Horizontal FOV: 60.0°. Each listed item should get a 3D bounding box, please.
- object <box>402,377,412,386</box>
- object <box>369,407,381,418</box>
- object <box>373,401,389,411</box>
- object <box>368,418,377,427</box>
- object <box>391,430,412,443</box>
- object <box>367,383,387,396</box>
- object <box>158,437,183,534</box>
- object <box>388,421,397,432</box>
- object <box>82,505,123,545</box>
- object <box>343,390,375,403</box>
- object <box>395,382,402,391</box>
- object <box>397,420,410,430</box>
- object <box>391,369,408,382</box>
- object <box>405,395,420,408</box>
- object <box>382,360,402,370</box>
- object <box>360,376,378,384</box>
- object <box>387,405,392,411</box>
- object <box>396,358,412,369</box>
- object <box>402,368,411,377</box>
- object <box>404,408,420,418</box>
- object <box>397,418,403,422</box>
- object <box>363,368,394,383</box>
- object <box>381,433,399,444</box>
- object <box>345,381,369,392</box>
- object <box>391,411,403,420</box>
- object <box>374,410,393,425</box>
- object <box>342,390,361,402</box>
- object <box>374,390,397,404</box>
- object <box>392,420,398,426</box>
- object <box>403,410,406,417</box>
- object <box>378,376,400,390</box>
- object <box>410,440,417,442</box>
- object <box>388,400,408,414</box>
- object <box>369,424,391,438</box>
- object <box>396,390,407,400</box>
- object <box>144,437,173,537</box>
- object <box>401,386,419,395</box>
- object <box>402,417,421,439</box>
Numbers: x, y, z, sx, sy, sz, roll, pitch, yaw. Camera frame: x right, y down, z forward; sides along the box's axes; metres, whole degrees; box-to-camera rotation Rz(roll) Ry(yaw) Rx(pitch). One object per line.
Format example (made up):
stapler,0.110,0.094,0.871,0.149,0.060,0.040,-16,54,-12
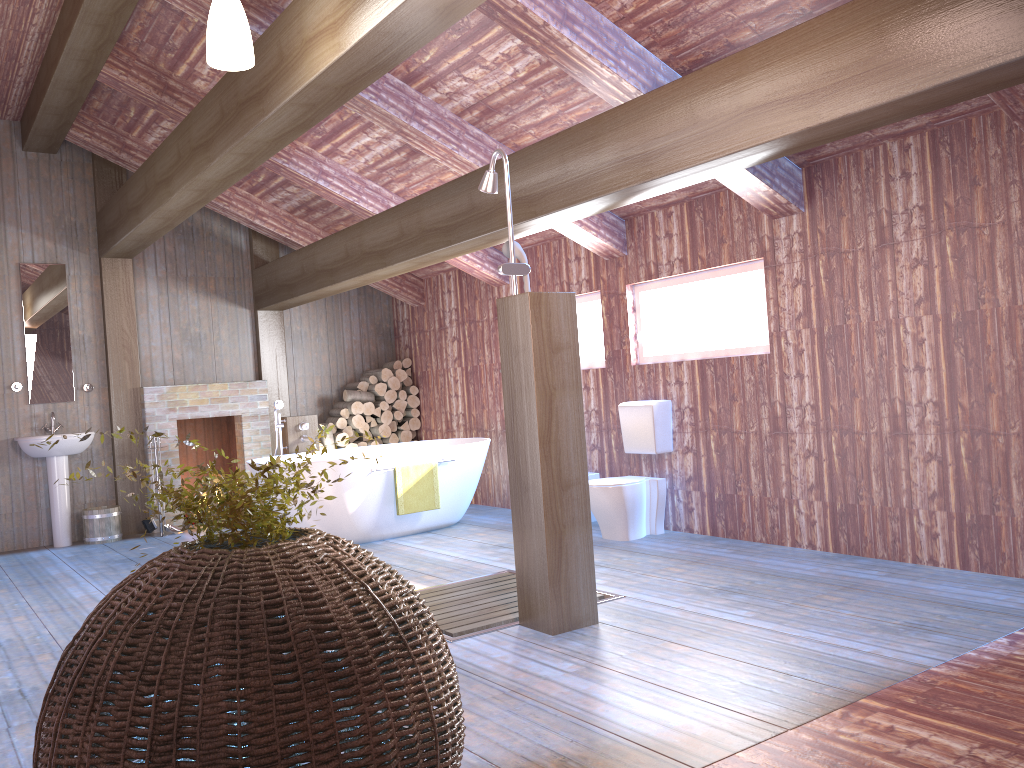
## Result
object,-1.153,-0.024,9.289,0.107,0.115,0.269,-4,0,-33
object,-1.468,0.299,9.006,0.109,0.124,0.424,-4,0,-35
object,-1.399,0.224,9.057,0.102,0.109,0.438,-4,0,-34
object,-1.461,0.389,9.015,0.085,0.096,0.280,-4,0,-34
object,-1.201,0.545,9.192,0.137,0.133,0.437,-4,0,-36
object,-1.439,0.059,9.065,0.139,0.148,0.458,-4,0,-34
object,-3.028,0.875,7.749,0.206,0.871,0.126,-4,0,8
object,-1.300,0.434,9.103,0.111,0.118,0.302,-4,0,-35
object,-3.500,1.203,7.578,0.309,0.290,0.308,-4,0,-24
object,-1.529,0.127,8.853,0.302,0.157,0.121,-4,0,-34
object,-1.274,0.040,9.281,0.132,0.119,0.319,-4,0,-33
object,-1.205,0.428,9.186,0.115,0.112,0.423,-4,0,-34
object,-1.248,-0.078,9.207,0.133,0.142,0.456,-4,0,-34
object,-1.128,0.183,9.256,0.147,0.152,0.439,-4,0,-34
object,-1.247,-0.176,9.230,0.104,0.121,0.270,-4,0,-34
object,-1.457,-0.039,9.023,0.094,0.097,0.227,-4,0,-34
object,-1.324,0.266,9.085,0.095,0.090,0.278,-4,0,-33
object,-1.162,-0.206,9.292,0.112,0.113,0.271,-4,0,-35
object,-1.162,-0.120,9.307,0.081,0.100,0.281,-4,0,-35
object,-1.110,0.301,9.257,0.102,0.109,0.438,-4,0,-34
object,-1.200,0.364,9.177,0.067,0.069,0.177,-4,0,-35
object,-1.379,-0.084,9.115,0.135,0.139,0.456,-4,0,-34
object,-1.285,0.560,9.093,0.114,0.113,0.301,-4,0,-37
object,-1.583,0.041,9.062,0.140,0.121,0.319,-4,0,-33
object,-1.269,0.322,9.145,0.102,0.109,0.438,-4,0,-34
object,-1.374,0.351,9.073,0.136,0.157,0.439,-4,0,-34
object,-1.620,0.129,9.030,0.113,0.130,0.291,-4,0,-34
object,-1.343,0.141,9.106,0.143,0.151,0.440,-4,0,-34
object,-1.246,0.404,9.143,0.065,0.069,0.177,-4,0,-35
object,-1.186,0.307,9.259,0.088,0.092,0.280,-4,0,-34
object,-1.320,0.003,9.129,0.141,0.143,0.437,-4,0,-36
object,-1.115,0.655,9.262,0.139,0.137,0.455,-4,0,-36
object,-1.263,0.240,9.190,0.172,0.151,0.482,-4,0,-33
object,-1.400,0.477,9.048,0.141,0.143,0.437,-4,0,-36
object,-1.228,0.121,9.184,0.089,0.106,0.437,-4,0,-34
object,-3.127,0.879,7.759,0.276,0.888,0.333,-4,0,7
object,-1.123,0.070,9.260,0.102,0.109,0.438,-4,0,-34
object,-1.113,0.468,9.259,0.137,0.256,0.439,-4,0,-34
